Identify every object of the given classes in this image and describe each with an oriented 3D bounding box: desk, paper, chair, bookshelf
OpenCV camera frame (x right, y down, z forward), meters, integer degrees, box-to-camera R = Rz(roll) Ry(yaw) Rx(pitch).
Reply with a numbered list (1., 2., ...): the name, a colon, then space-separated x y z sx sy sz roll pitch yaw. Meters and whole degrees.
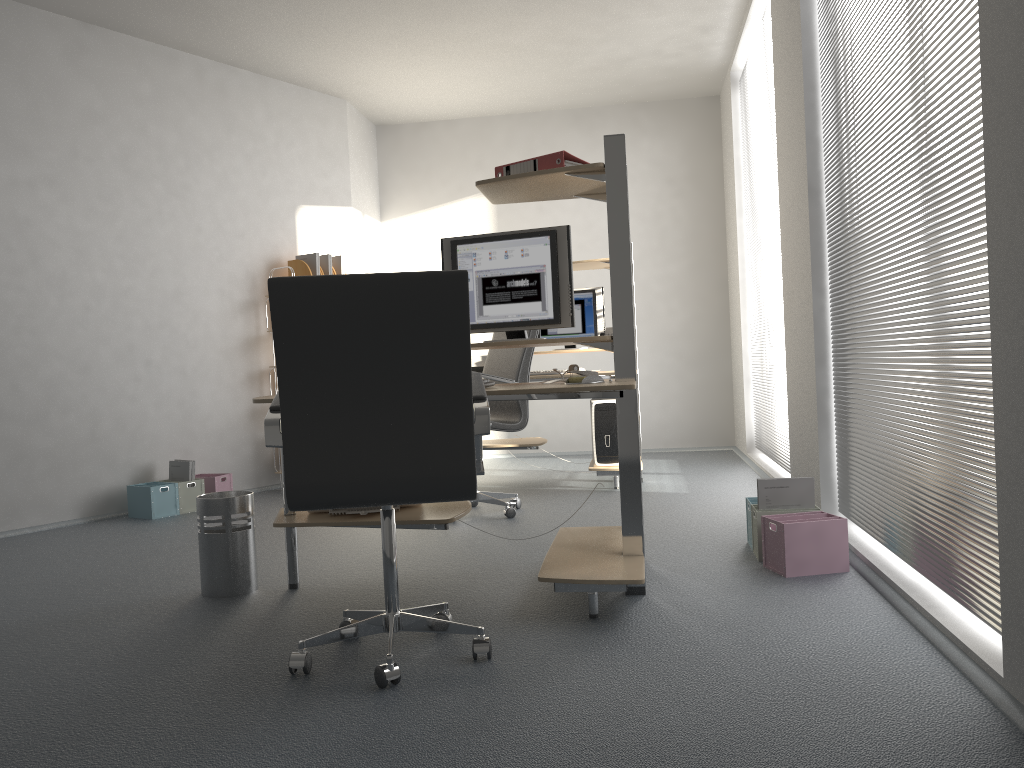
1. desk: 0.100 -0.106 5.935 1.469 1.566 0.967 -3 1 8
2. paper: -2.060 0.628 5.531 0.220 0.306 0.068 -2 1 35
3. paper: -1.471 -0.785 6.394 0.213 0.297 0.045 -2 1 33
4. chair: -0.217 0.190 4.872 0.652 1.048 0.584 -3 1 -26
5. bookshelf: -1.406 -0.042 6.445 0.381 1.572 0.724 -2 1 36
6. paper: -1.323 -0.797 6.593 0.213 0.297 0.045 -2 2 39
7. paper: -1.400 -0.791 6.496 0.213 0.297 0.045 -2 1 36
8. chair: -0.356 0.246 2.491 0.584 1.048 0.652 -3 1 -5
9. desk: -0.298 -0.030 3.170 1.469 1.566 0.967 -3 1 8

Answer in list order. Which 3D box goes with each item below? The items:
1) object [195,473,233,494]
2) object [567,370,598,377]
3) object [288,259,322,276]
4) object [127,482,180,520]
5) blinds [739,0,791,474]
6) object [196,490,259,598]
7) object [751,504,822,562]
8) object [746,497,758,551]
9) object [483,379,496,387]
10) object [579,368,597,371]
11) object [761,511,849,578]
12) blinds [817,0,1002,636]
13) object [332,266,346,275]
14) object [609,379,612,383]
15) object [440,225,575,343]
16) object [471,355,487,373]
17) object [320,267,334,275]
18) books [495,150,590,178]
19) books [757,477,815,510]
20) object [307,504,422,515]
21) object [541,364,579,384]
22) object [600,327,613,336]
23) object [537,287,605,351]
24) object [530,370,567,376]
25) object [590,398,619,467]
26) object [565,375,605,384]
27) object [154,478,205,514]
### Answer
1. object: -1.959 0.690 5.721 0.245 0.202 0.185 -2 1 17
2. object: 0.248 -0.027 3.107 0.134 0.042 0.022 -4 2 -40
3. object: -1.480 -0.765 6.377 0.243 0.259 0.113 -2 1 33
4. object: -2.171 0.708 5.369 0.245 0.202 0.185 -2 1 35
5. blinds: 1.646 -0.871 5.701 0.037 2.749 1.950 -3 1 8
6. object: -1.079 0.607 3.368 0.208 0.377 0.208 -4 2 -38
7. object: 1.082 0.587 3.497 0.245 0.202 0.185 -3 1 8
8. object: 1.109 0.582 3.680 0.245 0.202 0.185 -3 1 8
9. object: -0.227 0.026 3.280 0.478 0.082 0.814 -2 1 16
10. object: 0.547 -0.071 6.003 0.168 0.088 0.742 -3 1 10
11. object: 1.077 0.592 3.270 0.245 0.202 0.185 -3 1 -10
12. blinds: 1.248 -0.794 2.929 0.022 2.770 1.950 -3 1 8
13. object: -1.333 -0.776 6.577 0.243 0.259 0.113 -2 2 39
14. object: 0.321 -0.011 2.901 0.011 0.011 0.158 -3 1 5
15. object: 0.010 -0.368 3.411 0.516 0.418 0.245 -2 1 30
16. object: -0.321 -0.123 6.238 0.438 0.162 0.351 -3 1 0
17. object: -1.410 -0.770 6.479 0.243 0.259 0.113 -2 1 36
18. books: 0.143 -0.784 3.302 0.320 0.072 0.262 -2 2 40
19. books: 1.076 0.517 3.480 0.220 0.306 0.068 -3 1 9
20. object: -0.560 0.398 3.364 0.438 0.162 0.351 -3 1 -7
21. object: 0.185 -0.037 3.192 0.159 0.064 0.054 -3 1 -25
22. object: 0.659 -0.310 5.898 0.154 0.135 0.093 -2 2 45
23. object: 0.403 -0.444 6.154 0.516 0.418 0.245 -2 1 23
24. object: 0.206 -0.052 6.023 0.478 0.082 0.814 -2 1 16
25. object: 0.630 0.304 5.792 0.199 0.422 0.471 -3 1 8
26. object: 0.238 -0.015 2.910 0.132 0.026 0.132 -3 1 8
27. object: -2.065 0.699 5.521 0.245 0.202 0.185 -2 1 35
